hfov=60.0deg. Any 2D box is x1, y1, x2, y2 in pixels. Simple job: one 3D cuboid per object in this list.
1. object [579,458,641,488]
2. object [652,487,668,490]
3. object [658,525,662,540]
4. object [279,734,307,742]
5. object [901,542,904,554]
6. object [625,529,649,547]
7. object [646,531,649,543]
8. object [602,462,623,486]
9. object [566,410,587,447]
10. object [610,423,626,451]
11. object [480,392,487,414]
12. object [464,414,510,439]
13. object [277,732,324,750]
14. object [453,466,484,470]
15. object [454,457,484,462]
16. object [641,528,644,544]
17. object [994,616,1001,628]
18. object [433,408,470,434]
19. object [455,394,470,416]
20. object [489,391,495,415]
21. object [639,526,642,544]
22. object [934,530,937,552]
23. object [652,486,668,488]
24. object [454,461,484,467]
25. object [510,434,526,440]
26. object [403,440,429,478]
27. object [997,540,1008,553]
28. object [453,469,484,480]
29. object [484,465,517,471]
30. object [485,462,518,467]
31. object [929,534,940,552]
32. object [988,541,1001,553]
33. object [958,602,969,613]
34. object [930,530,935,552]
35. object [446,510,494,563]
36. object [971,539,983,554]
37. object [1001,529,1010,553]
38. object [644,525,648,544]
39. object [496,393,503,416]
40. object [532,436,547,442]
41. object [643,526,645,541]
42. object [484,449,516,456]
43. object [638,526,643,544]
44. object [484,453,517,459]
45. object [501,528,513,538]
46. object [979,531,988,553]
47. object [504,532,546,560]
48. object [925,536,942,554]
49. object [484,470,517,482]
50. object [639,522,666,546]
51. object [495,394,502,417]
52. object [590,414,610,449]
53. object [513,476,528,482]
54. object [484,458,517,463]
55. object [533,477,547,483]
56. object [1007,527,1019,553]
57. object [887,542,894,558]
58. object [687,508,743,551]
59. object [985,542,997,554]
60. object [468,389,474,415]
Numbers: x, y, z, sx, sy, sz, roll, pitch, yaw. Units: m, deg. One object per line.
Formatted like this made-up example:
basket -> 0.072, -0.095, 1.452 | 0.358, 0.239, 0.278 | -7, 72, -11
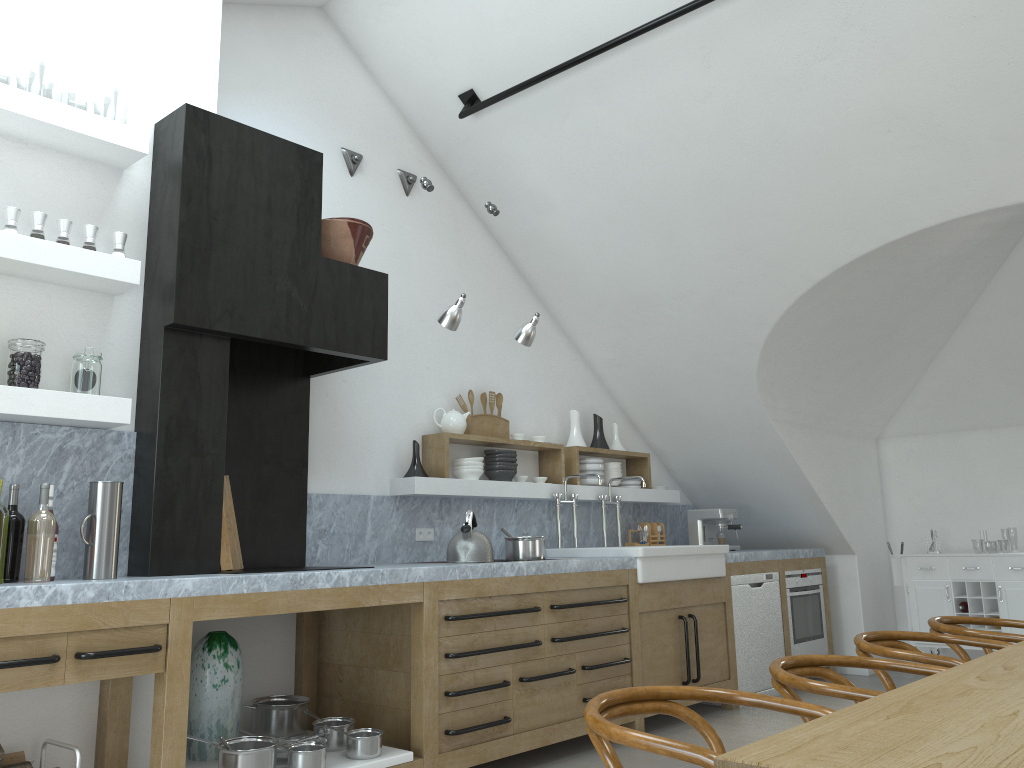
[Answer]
object -> 0.697, 0.654, 6.373 | 0.197, 0.197, 0.655 | -11, -14, 41
object -> 1.092, 0.813, 6.795 | 0.213, 0.025, 0.212 | -7, -12, 29
object -> 1.100, 1.152, 6.614 | 0.040, 0.193, 0.042 | -2, -12, 2
object -> -0.926, 1.483, 3.676 | 0.061, 0.036, 0.169 | -11, -14, 41
object -> 3.043, 1.370, 6.924 | 0.029, 0.270, 0.088 | 3, -12, -21
object -> 0.907, 1.144, 6.442 | 0.100, 0.172, 0.172 | -12, -15, 43
object -> 0.980, 1.140, 6.460 | 0.044, 0.180, 0.019 | -7, -13, 26
object -> 0.716, 0.648, 6.358 | 0.157, 0.161, 0.153 | 3, -12, -19
object -> 0.445, 0.317, 6.195 | 0.156, 0.270, 0.155 | -8, -13, 30
object -> 0.769, 0.398, 6.549 | 0.156, 0.220, 0.155 | -6, -12, 23
object -> -0.166, 0.194, 5.580 | 0.040, 0.301, 0.061 | -11, -15, 39
object -> -0.158, 0.271, 5.557 | 0.084, 0.158, 0.352 | -11, -14, 41
object -> -0.876, 1.468, 3.623 | 0.041, 0.045, 0.246 | -11, -14, 40
object -> -0.261, 0.529, 5.325 | 0.181, 0.066, 0.180 | 1, -11, -10
object -> -0.260, 0.479, 5.338 | 0.181, 0.076, 0.180 | 1, -11, -10
object -> 0.951, 1.136, 6.435 | 0.019, 0.180, 0.043 | -3, -12, 7
object -> 3.546, 1.734, 6.452 | 0.081, 0.083, 0.316 | -11, -14, 41
object -> -0.360, 0.229, 5.327 | 0.174, 0.170, 0.167 | -6, -12, 25
object -> -0.269, 0.193, 5.462 | 0.199, 0.260, 0.016 | 7, -14, -37
object -> -0.129, 0.196, 5.592 | 0.019, 0.301, 0.057 | -12, -16, 41
object -> 0.940, 1.130, 6.454 | 0.019, 0.197, 0.022 | -8, -14, 30
object -> 3.342, 1.239, 6.994 | 0.024, 0.165, 0.038 | 7, -14, -34
object -> 1.091, 0.804, 6.796 | 0.213, 0.025, 0.212 | -7, -12, 29
object -> -0.260, 0.507, 5.331 | 0.181, 0.069, 0.180 | 5, -12, -30
object -> 0.039, 0.351, 5.737 | 0.098, 0.049, 0.098 | -10, -13, 39
object -> -0.547, 0.430, 5.057 | 0.156, 0.220, 0.155 | -6, -12, 23
object -> 3.623, 1.200, 6.533 | 0.071, 0.099, 0.071 | 4, -12, -24
object -> -0.260, 0.552, 5.320 | 0.181, 0.064, 0.180 | 4, -11, -25
object -> -0.071, 0.554, 5.532 | 0.205, 0.087, 0.204 | 1, -11, -10
object -> -0.065, 0.526, 5.537 | 0.205, 0.087, 0.204 | 0, -10, -5
object -> 3.338, 1.257, 7.018 | 0.029, 0.137, 0.097 | 10, -16, -44
object -> 3.609, 1.219, 6.621 | 0.094, 0.094, 0.093 | -7, -13, 29
object -> 3.371, 1.656, 6.576 | 0.081, 0.085, 0.316 | -11, -14, 42
object -> 3.328, 1.243, 7.026 | 0.039, 0.176, 0.054 | -12, -15, 41
object -> -0.217, 0.783, 4.566 | 0.246, 0.269, 0.245 | 7, -14, -37
object -> 3.462, 1.209, 6.582 | 0.081, 0.106, 0.081 | 6, -13, -34
object -> 3.673, 1.168, 6.588 | 0.054, 0.180, 0.054 | -5, -12, 19
object -> 0.977, 1.125, 6.449 | 0.040, 0.193, 0.042 | 1, -12, -11
object -> -0.088, 0.204, 5.640 | 0.039, 0.300, 0.067 | -12, -16, 41
object -> 0.183, 0.376, 5.893 | 0.098, 0.049, 0.098 | -10, -13, 39
object -> 0.962, 1.131, 6.460 | 0.023, 0.197, 0.018 | -10, -15, 36
object -> -0.074, 0.454, 5.560 | 0.205, 0.080, 0.205 | -11, -14, 44
object -> 0.941, 1.132, 6.481 | 0.040, 0.193, 0.042 | 1, -12, -10
object -> -0.071, 0.481, 5.554 | 0.205, 0.084, 0.204 | 3, -11, -20
object -> 0.024, 0.873, 4.874 | 0.235, 0.168, 0.051 | -9, -14, 36
object -> 3.533, 1.183, 6.628 | 0.048, 0.170, 0.048 | -8, -13, 29
object -> 0.102, 0.904, 4.905 | 0.232, 0.171, 0.392 | -6, -11, 21
object -> 3.333, 1.275, 7.009 | 0.101, 0.138, 0.066 | -11, -15, 41
object -> -0.070, 0.580, 5.527 | 0.205, 0.073, 0.205 | -7, -12, 29
object -> 1.048, 1.146, 6.617 | 0.103, 0.224, 0.199 | -11, -15, 41
object -> -0.076, 0.211, 5.678 | 0.030, 0.296, 0.057 | -12, -16, 41
object -> 0.624, 0.346, 6.385 | 0.156, 0.270, 0.155 | 9, -16, -43
object -> 0.055, 0.617, 5.693 | 0.098, 0.049, 0.098 | -10, -13, 39
object -> -0.070, 0.506, 5.545 | 0.205, 0.073, 0.205 | -7, -12, 29
object -> 0.185, 0.639, 5.833 | 0.098, 0.049, 0.098 | -10, -13, 39
object -> 3.694, 1.153, 6.530 | 0.063, 0.188, 0.062 | -7, -13, 27
object -> 3.003, 1.377, 6.960 | 0.088, 0.270, 0.029 | -4, -12, 15
object -> 1.590, 1.115, 6.751 | 0.385, 0.322, 0.323 | -11, -15, 41
object -> 3.544, 1.213, 6.555 | 0.077, 0.086, 0.077 | -7, -13, 29
object -> -0.247, 0.180, 5.494 | 0.027, 0.301, 0.055 | -12, -16, 41
